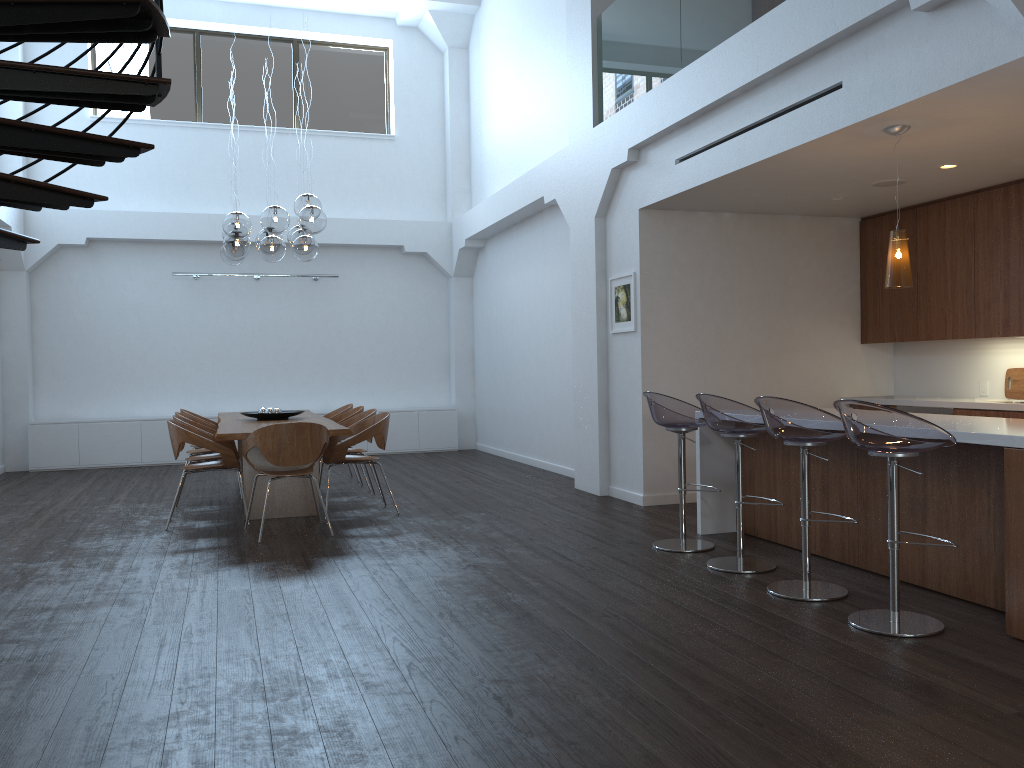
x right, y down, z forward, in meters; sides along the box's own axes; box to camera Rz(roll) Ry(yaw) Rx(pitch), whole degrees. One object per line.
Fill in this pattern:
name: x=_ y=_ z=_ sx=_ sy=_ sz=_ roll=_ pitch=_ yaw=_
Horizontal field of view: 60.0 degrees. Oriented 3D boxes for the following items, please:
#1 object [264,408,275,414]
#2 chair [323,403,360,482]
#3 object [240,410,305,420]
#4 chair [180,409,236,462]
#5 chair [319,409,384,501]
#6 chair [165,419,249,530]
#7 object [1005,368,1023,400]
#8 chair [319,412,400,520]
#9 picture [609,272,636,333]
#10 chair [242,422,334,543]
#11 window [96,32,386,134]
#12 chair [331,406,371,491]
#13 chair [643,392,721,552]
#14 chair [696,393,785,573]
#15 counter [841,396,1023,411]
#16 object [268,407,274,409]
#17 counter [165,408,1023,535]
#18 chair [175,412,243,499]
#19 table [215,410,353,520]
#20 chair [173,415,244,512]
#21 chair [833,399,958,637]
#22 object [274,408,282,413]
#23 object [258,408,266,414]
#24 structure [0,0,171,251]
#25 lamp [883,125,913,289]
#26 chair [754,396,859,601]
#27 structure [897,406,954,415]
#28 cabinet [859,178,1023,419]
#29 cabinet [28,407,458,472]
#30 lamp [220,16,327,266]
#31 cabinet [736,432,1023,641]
object: x=-2.267 y=0.271 z=8.301 sx=0.100 sy=0.100 sz=0.100 roll=-1 pitch=1 yaw=27
chair: x=-2.016 y=0.638 z=9.660 sx=0.618 sy=0.833 sz=0.629 roll=-1 pitch=1 yaw=-18
object: x=-2.258 y=0.298 z=8.375 sx=0.592 sy=0.066 sz=0.592 roll=-1 pitch=1 yaw=30
chair: x=-3.160 y=0.666 z=9.292 sx=0.618 sy=0.833 sz=0.629 roll=-1 pitch=1 yaw=-18
chair: x=-1.539 y=0.653 z=8.205 sx=0.618 sy=0.833 sz=0.629 roll=-1 pitch=1 yaw=-18
chair: x=-2.440 y=0.689 z=7.095 sx=0.617 sy=0.830 sz=0.629 roll=-1 pitch=1 yaw=-18
object: x=4.003 y=-0.001 z=6.891 sx=0.041 sy=0.250 sz=0.399 roll=-1 pitch=1 yaw=-18
chair: x=-1.313 y=0.662 z=7.457 sx=0.618 sy=0.833 sz=0.629 roll=-1 pitch=1 yaw=-20
picture: x=0.966 y=-0.705 z=7.776 sx=0.018 sy=0.500 sz=0.500 roll=-1 pitch=1 yaw=-18
chair: x=-1.652 y=0.684 z=6.556 sx=0.629 sy=0.833 sz=0.618 roll=-2 pitch=1 yaw=-23
window: x=-3.785 y=-4.294 z=12.712 sx=3.970 sy=1.308 sz=0.005 roll=-1 pitch=1 yaw=-18
chair: x=-1.777 y=0.645 z=8.930 sx=0.618 sy=0.833 sz=0.629 roll=-1 pitch=1 yaw=-18
chair: x=1.108 y=0.550 z=5.770 sx=0.481 sy=1.014 sz=0.530 roll=-1 pitch=1 yaw=-16
chair: x=1.331 y=0.555 z=5.178 sx=0.481 sy=1.014 sz=0.530 roll=-1 pitch=1 yaw=-20
counter: x=3.969 y=0.162 z=6.107 sx=0.600 sy=0.050 sz=4.387 roll=-1 pitch=1 yaw=-18
object: x=-2.307 y=0.272 z=8.456 sx=0.100 sy=0.100 sz=0.100 roll=-1 pitch=1 yaw=27
counter: x=1.056 y=0.636 z=5.415 sx=8.182 sy=0.860 sz=3.039 roll=0 pitch=1 yaw=43
chair: x=-2.930 y=0.675 z=8.547 sx=0.618 sy=0.833 sz=0.629 roll=-1 pitch=1 yaw=-18
table: x=-2.253 y=0.706 z=8.386 sx=1.012 sy=0.750 sz=3.803 roll=-1 pitch=1 yaw=-18
chair: x=-2.673 y=0.682 z=7.827 sx=0.618 sy=0.833 sz=0.629 roll=-1 pitch=1 yaw=-17
chair: x=1.710 y=0.569 z=3.969 sx=0.481 sy=1.014 sz=0.530 roll=-1 pitch=1 yaw=-16
object: x=-2.226 y=0.274 z=8.392 sx=0.100 sy=0.100 sz=0.100 roll=-1 pitch=1 yaw=27
object: x=-2.347 y=0.272 z=8.364 sx=0.100 sy=0.100 sz=0.100 roll=-1 pitch=1 yaw=27
structure: x=-2.350 y=-1.008 z=3.346 sx=1.998 sy=4.352 sz=1.998 roll=0 pitch=1 yaw=33
lamp: x=1.696 y=-1.422 z=3.774 sx=0.149 sy=1.807 sz=2.842 roll=-1 pitch=1 yaw=21
chair: x=1.514 y=0.562 z=4.568 sx=0.481 sy=1.014 sz=0.530 roll=-1 pitch=1 yaw=-20
structure: x=3.327 y=0.552 z=7.155 sx=0.041 sy=0.736 sz=0.594 roll=-1 pitch=1 yaw=-18
cabinet: x=4.104 y=-0.248 z=5.665 sx=0.598 sy=2.499 sz=5.299 roll=-1 pitch=1 yaw=-18
cabinet: x=-3.512 y=0.726 z=12.257 sx=5.580 sy=0.626 sz=0.478 roll=-1 pitch=1 yaw=-18
lamp: x=-2.206 y=-2.141 z=8.037 sx=0.849 sy=2.140 sz=1.787 roll=-1 pitch=1 yaw=-19
cabinet: x=2.431 y=0.654 z=4.156 sx=0.898 sy=0.796 sz=4.493 roll=-1 pitch=1 yaw=-18
